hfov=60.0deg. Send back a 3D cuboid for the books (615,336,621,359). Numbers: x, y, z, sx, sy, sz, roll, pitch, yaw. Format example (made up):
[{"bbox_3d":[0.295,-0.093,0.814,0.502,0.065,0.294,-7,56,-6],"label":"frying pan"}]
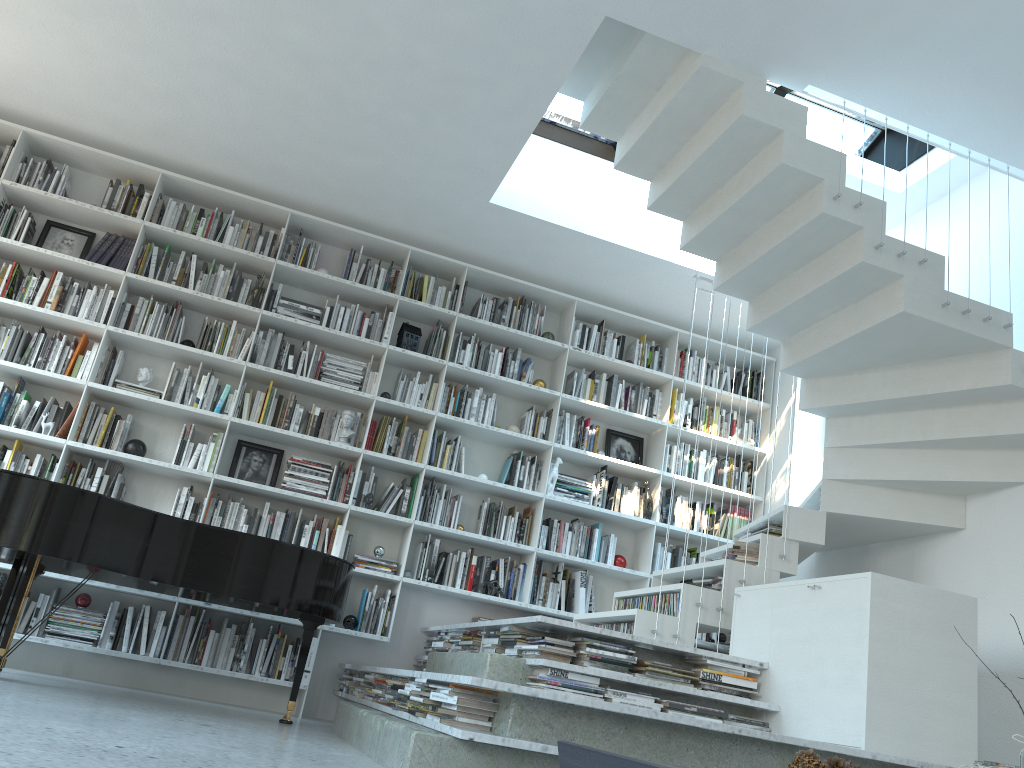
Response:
[{"bbox_3d":[0.769,-0.222,6.694,0.012,0.253,0.161,15,-20,-14],"label":"books"}]

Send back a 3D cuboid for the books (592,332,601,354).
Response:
[{"bbox_3d":[0.607,-0.260,6.636,0.031,0.230,0.148,15,-20,-14],"label":"books"}]

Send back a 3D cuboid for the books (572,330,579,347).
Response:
[{"bbox_3d":[0.442,-0.288,6.569,0.022,0.181,0.190,15,-20,-14],"label":"books"}]

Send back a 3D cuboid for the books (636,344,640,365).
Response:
[{"bbox_3d":[0.911,-0.174,6.706,0.008,0.220,0.183,15,-20,-14],"label":"books"}]

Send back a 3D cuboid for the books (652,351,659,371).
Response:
[{"bbox_3d":[1.055,-0.128,6.746,0.029,0.209,0.170,15,-20,-14],"label":"books"}]

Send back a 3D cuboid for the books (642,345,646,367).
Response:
[{"bbox_3d":[0.964,-0.163,6.718,0.007,0.225,0.170,15,-20,-14],"label":"books"}]

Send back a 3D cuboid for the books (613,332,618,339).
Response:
[{"bbox_3d":[0.742,-0.241,6.694,0.012,0.278,0.153,15,-20,-14],"label":"books"}]

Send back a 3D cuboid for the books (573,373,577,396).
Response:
[{"bbox_3d":[0.430,0.046,6.490,0.013,0.236,0.142,15,-20,-14],"label":"books"}]

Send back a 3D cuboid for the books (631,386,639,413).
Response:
[{"bbox_3d":[0.883,0.157,6.610,0.023,0.263,0.156,15,-20,-14],"label":"books"}]

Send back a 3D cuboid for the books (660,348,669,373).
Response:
[{"bbox_3d":[1.137,-0.131,6.777,0.026,0.262,0.163,15,-20,-14],"label":"books"}]

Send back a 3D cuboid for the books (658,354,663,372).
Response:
[{"bbox_3d":[1.099,-0.108,6.781,0.031,0.210,0.132,15,-20,-14],"label":"books"}]

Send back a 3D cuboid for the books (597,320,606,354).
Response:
[{"bbox_3d":[0.639,-0.304,6.648,0.014,0.331,0.181,15,-20,-14],"label":"books"}]

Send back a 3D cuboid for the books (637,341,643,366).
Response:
[{"bbox_3d":[0.930,-0.182,6.721,0.016,0.251,0.189,15,-20,-14],"label":"books"}]

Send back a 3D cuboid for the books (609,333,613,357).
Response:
[{"bbox_3d":[0.707,-0.243,6.668,0.021,0.253,0.152,15,-20,-14],"label":"books"}]

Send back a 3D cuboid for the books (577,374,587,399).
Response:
[{"bbox_3d":[0.495,0.060,6.518,0.026,0.250,0.131,15,-20,-14],"label":"books"}]

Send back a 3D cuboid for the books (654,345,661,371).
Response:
[{"bbox_3d":[1.081,-0.148,6.780,0.025,0.278,0.136,15,-20,-14],"label":"books"}]

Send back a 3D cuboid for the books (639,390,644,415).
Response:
[{"bbox_3d":[0.932,0.177,6.618,0.011,0.248,0.152,15,-20,-14],"label":"books"}]

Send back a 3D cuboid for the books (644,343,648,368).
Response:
[{"bbox_3d":[0.980,-0.167,6.732,0.031,0.248,0.165,15,-20,-14],"label":"books"}]

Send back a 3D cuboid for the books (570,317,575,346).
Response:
[{"bbox_3d":[0.409,-0.345,6.596,0.028,0.293,0.150,15,-20,-14],"label":"books"}]

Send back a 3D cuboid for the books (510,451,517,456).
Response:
[{"bbox_3d":[-0.010,0.619,6.190,0.016,0.289,0.135,15,-20,-14],"label":"books"}]

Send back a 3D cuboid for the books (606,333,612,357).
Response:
[{"bbox_3d":[0.687,-0.243,6.652,0.022,0.235,0.172,15,-20,-14],"label":"books"}]

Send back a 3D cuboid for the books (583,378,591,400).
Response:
[{"bbox_3d":[0.522,0.081,6.496,0.025,0.207,0.175,15,-20,-14],"label":"books"}]

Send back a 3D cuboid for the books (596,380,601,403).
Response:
[{"bbox_3d":[0.602,0.099,6.548,0.024,0.235,0.147,15,-20,-14],"label":"books"}]

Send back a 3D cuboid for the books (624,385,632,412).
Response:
[{"bbox_3d":[0.828,0.148,6.576,0.014,0.239,0.190,15,-20,-14],"label":"books"}]

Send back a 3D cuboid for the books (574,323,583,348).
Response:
[{"bbox_3d":[0.466,-0.311,6.597,0.025,0.249,0.178,15,-20,-14],"label":"books"}]

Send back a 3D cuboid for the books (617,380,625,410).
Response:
[{"bbox_3d":[0.795,0.126,6.597,0.048,0.282,0.163,15,-20,-14],"label":"books"}]

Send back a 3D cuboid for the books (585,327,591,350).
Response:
[{"bbox_3d":[0.532,-0.285,6.635,0.027,0.248,0.140,15,-20,-14],"label":"books"}]

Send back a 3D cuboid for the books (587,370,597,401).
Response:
[{"bbox_3d":[0.567,0.055,6.533,0.011,0.295,0.163,15,-20,-14],"label":"books"}]

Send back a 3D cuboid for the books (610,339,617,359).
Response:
[{"bbox_3d":[0.728,-0.217,6.653,0.024,0.201,0.190,15,-20,-14],"label":"books"}]

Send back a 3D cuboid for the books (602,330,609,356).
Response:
[{"bbox_3d":[0.673,-0.260,6.651,0.014,0.261,0.168,15,-20,-14],"label":"books"}]

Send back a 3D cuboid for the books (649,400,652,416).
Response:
[{"bbox_3d":[1.000,0.203,6.651,0.014,0.245,0.143,15,-20,-14],"label":"books"}]

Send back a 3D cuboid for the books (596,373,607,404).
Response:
[{"bbox_3d":[0.636,0.075,6.544,0.026,0.287,0.156,15,-20,-14],"label":"books"}]

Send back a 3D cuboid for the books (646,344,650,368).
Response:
[{"bbox_3d":[0.998,-0.161,6.753,0.017,0.256,0.147,15,-20,-14],"label":"books"}]

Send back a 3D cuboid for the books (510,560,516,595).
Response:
[{"bbox_3d":[-0.022,1.334,5.983,0.012,0.281,0.144,15,-20,-14],"label":"books"}]

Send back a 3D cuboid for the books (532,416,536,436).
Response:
[{"bbox_3d":[0.128,0.332,6.330,0.011,0.227,0.132,15,-20,-14],"label":"books"}]

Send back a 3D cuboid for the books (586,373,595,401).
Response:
[{"bbox_3d":[0.550,0.064,6.515,0.026,0.260,0.168,15,-20,-14],"label":"books"}]

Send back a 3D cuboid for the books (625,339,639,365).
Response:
[{"bbox_3d":[0.902,-0.195,6.706,0.019,0.255,0.169,15,-20,-14],"label":"books"}]

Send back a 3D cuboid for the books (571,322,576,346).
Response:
[{"bbox_3d":[0.423,-0.323,6.604,0.014,0.263,0.140,15,-20,-14],"label":"books"}]

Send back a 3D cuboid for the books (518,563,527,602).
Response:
[{"bbox_3d":[0.049,1.350,5.977,0.025,0.271,0.171,15,-20,-14],"label":"books"}]

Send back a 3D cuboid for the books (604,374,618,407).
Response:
[{"bbox_3d":[0.698,0.088,6.514,0.032,0.264,0.246,15,-20,-14],"label":"books"}]

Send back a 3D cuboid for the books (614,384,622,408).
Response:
[{"bbox_3d":[0.747,0.129,6.550,0.030,0.229,0.187,15,-20,-14],"label":"books"}]

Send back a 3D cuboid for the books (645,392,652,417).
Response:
[{"bbox_3d":[0.985,0.195,6.629,0.030,0.240,0.162,15,-20,-14],"label":"books"}]

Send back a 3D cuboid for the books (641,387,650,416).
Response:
[{"bbox_3d":[0.959,0.170,6.619,0.036,0.271,0.177,15,-20,-14],"label":"books"}]

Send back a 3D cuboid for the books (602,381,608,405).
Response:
[{"bbox_3d":[0.653,0.107,6.550,0.025,0.237,0.143,15,-20,-14],"label":"books"}]

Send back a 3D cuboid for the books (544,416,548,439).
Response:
[{"bbox_3d":[0.209,0.352,6.333,0.013,0.220,0.156,15,-20,-14],"label":"books"}]

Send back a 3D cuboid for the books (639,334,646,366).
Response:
[{"bbox_3d":[0.963,-0.207,6.739,0.007,0.319,0.166,15,-20,-14],"label":"books"}]

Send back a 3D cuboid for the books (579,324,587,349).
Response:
[{"bbox_3d":[0.491,-0.301,6.597,0.026,0.241,0.185,15,-20,-14],"label":"books"}]

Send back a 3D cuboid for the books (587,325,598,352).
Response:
[{"bbox_3d":[0.575,-0.293,6.633,0.048,0.277,0.150,15,-20,-14],"label":"books"}]

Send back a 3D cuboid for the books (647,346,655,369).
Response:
[{"bbox_3d":[1.019,-0.152,6.734,0.018,0.234,0.187,15,-20,-14],"label":"books"}]

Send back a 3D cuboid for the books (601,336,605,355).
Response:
[{"bbox_3d":[0.643,-0.241,6.657,0.030,0.219,0.133,15,-20,-14],"label":"books"}]

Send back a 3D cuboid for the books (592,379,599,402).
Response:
[{"bbox_3d":[0.580,0.093,6.527,0.030,0.223,0.158,15,-20,-14],"label":"books"}]

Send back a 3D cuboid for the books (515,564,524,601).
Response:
[{"bbox_3d":[0.025,1.350,5.968,0.026,0.257,0.157,15,-20,-14],"label":"books"}]

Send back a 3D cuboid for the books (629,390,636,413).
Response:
[{"bbox_3d":[0.857,0.169,6.588,0.031,0.216,0.166,15,-20,-14],"label":"books"}]

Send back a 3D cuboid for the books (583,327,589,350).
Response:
[{"bbox_3d":[0.512,-0.288,6.609,0.024,0.230,0.169,15,-20,-14],"label":"books"}]

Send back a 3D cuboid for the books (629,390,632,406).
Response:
[{"bbox_3d":[0.833,0.167,6.592,0.013,0.215,0.178,15,-20,-14],"label":"books"}]

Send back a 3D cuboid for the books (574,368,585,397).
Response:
[{"bbox_3d":[0.464,0.033,6.506,0.052,0.281,0.167,15,-20,-14],"label":"books"}]

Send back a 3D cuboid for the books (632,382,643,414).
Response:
[{"bbox_3d":[0.911,0.145,6.608,0.022,0.293,0.181,15,-20,-14],"label":"books"}]

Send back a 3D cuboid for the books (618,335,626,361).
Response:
[{"bbox_3d":[0.793,-0.222,6.688,0.030,0.256,0.165,15,-20,-14],"label":"books"}]

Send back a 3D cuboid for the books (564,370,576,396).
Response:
[{"bbox_3d":[0.419,0.036,6.492,0.012,0.253,0.161,15,-20,-14],"label":"books"}]

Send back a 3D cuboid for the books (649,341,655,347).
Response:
[{"bbox_3d":[1.036,-0.171,6.767,0.020,0.298,0.131,15,-20,-14],"label":"books"}]
